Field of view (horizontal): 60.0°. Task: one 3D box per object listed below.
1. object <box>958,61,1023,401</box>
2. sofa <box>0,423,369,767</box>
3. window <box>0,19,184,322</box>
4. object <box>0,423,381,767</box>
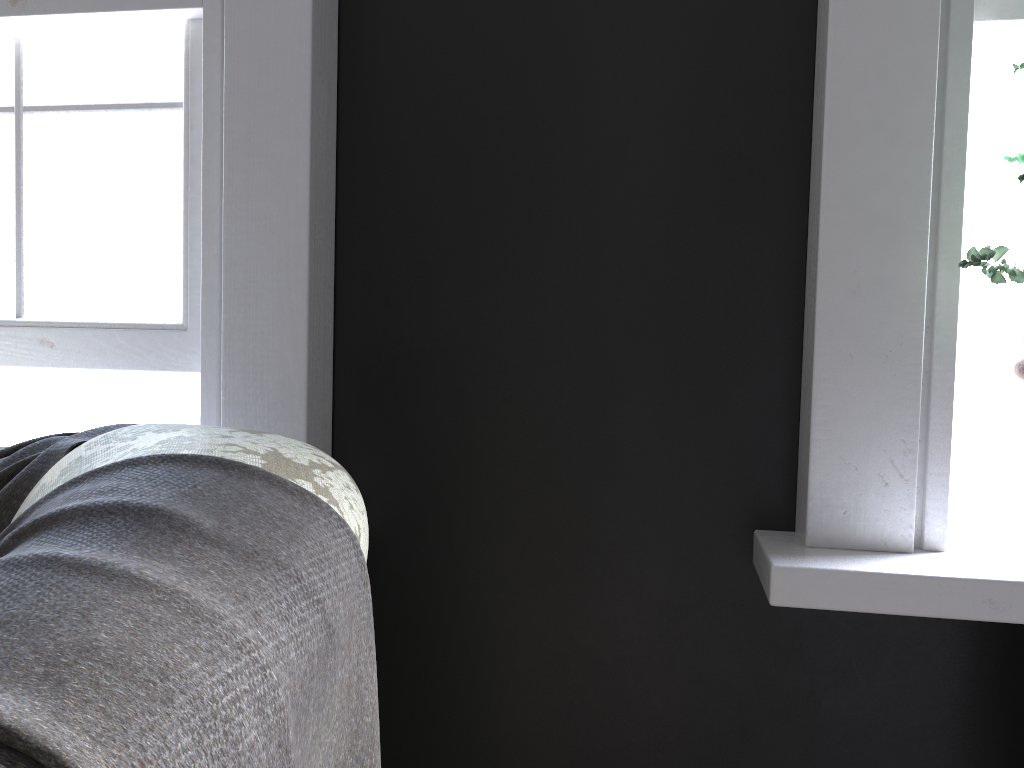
[{"bbox_3d":[1.002,-0.263,1.377,0.505,1.135,0.474,-1,4,-40],"label":"object"},{"bbox_3d":[-1.504,0.605,1.135,2.812,1.162,1.605,2,2,11],"label":"sofa"},{"bbox_3d":[-1.263,-0.954,1.900,1.263,1.673,0.056,2,3,10],"label":"window"},{"bbox_3d":[-0.532,0.345,1.052,0.517,0.585,1.366,0,3,-31],"label":"object"}]
